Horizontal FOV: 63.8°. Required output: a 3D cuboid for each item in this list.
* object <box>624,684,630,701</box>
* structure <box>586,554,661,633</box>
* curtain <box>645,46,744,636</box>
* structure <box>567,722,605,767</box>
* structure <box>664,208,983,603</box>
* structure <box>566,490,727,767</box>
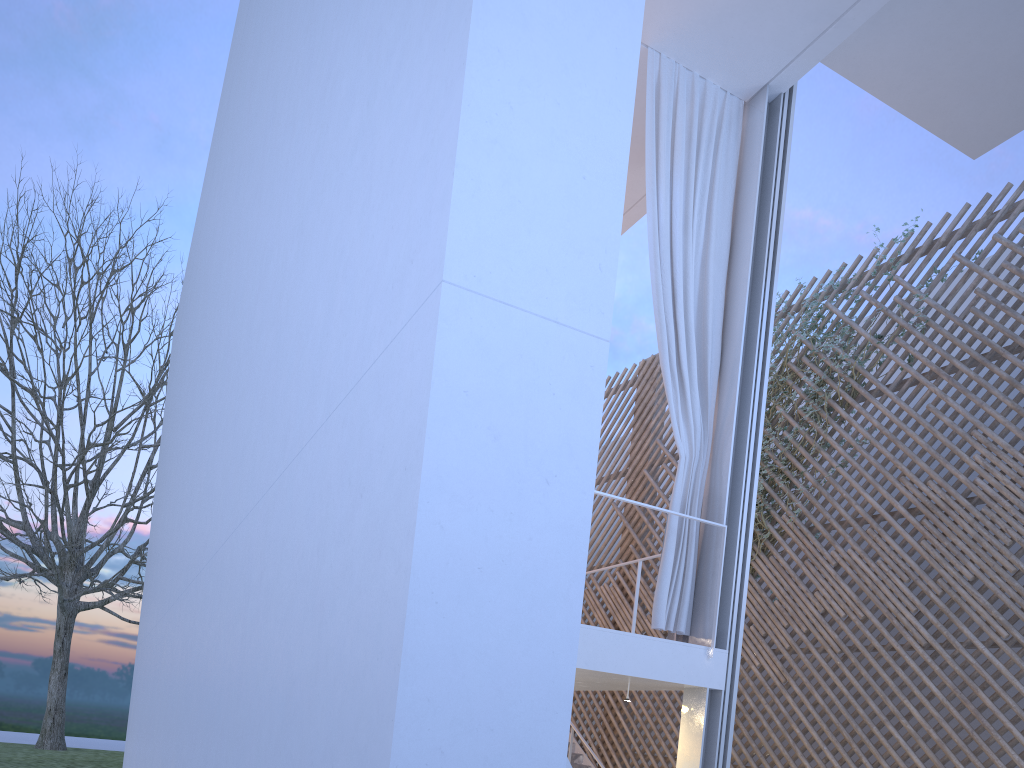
[{"bbox_3d":[-0.689,1.742,3.950,1.734,0.758,1.938,16,-22,-26],"label":"object"},{"bbox_3d":[0.472,1.221,4.283,0.028,0.511,1.796,7,-20,-24],"label":"structure"},{"bbox_3d":[0.651,-0.150,3.359,0.528,2.282,0.098,8,-2,-29],"label":"curtain"},{"bbox_3d":[0.194,2.760,6.373,1.225,1.832,2.034,11,-14,-31],"label":"structure"},{"bbox_3d":[1.833,0.544,5.484,0.763,2.552,2.433,8,-11,-33],"label":"structure"},{"bbox_3d":[0.483,0.989,2.368,1.405,1.675,1.502,11,-12,-25],"label":"structure"}]
